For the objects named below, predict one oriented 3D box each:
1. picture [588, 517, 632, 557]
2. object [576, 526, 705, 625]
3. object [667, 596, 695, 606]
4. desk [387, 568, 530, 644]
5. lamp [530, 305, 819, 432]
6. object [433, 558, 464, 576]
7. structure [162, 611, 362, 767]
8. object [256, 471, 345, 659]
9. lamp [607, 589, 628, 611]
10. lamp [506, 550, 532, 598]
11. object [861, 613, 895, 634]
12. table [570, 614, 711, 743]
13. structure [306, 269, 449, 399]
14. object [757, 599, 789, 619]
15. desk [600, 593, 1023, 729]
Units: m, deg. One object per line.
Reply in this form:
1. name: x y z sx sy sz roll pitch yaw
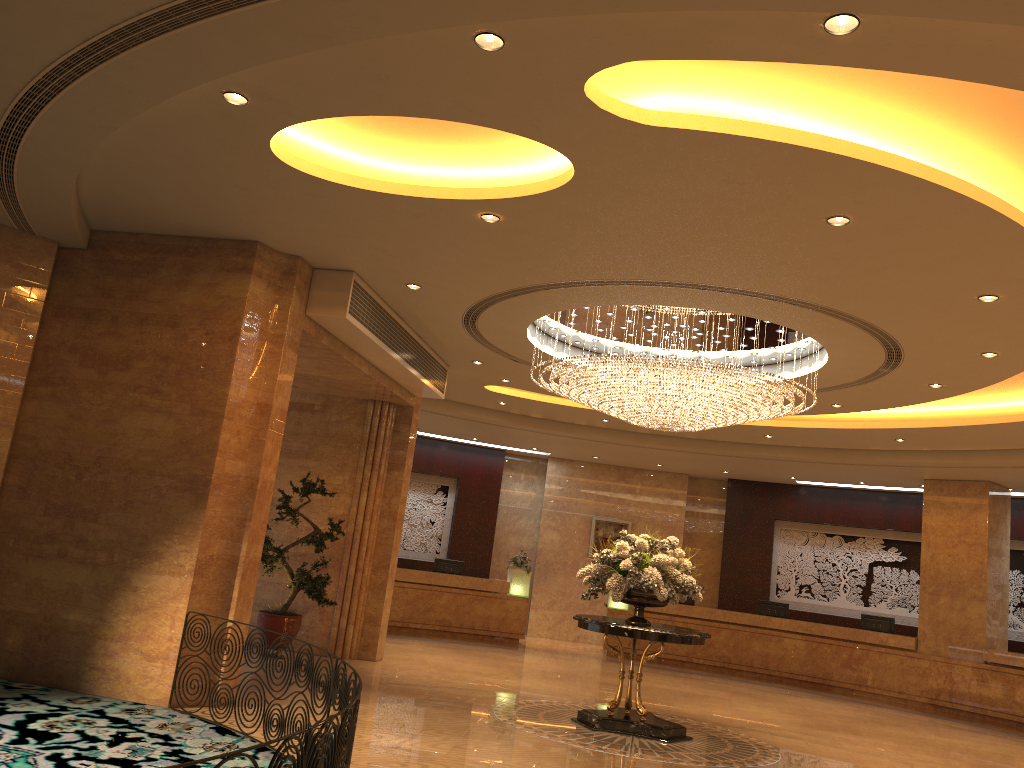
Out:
1. picture: 2.196 3.471 19.833 0.875 0.890 0.068 7 -11 2
2. object: 1.456 2.125 9.767 1.277 0.999 1.318 -2 -15 40
3. object: 3.404 4.414 17.993 0.430 0.500 0.531 17 -15 -41
4. desk: -2.080 4.154 17.099 5.227 1.155 1.570 13 -12 -24
5. lamp: 1.813 -0.059 10.158 3.204 1.196 3.206 17 -15 -41
6. object: -1.429 3.723 17.638 0.918 0.500 0.397 9 -11 -7
7. structure: -2.917 1.600 3.377 3.815 0.995 7.624 1 -13 29
8. object: -2.829 2.301 11.374 1.250 2.363 0.843 9 -11 -8
9. lamp: 2.155 4.045 17.821 0.577 0.925 0.542 5 -11 13
10. lamp: 0.131 3.755 17.705 0.570 0.923 0.580 6 -11 7
11. object: 6.817 4.574 16.538 0.430 0.500 0.531 11 -12 -17
12. table: 1.337 3.135 9.533 1.493 1.089 1.493 7 -11 4
13. structure: -1.477 -0.468 10.770 0.425 0.483 4.113 5 -11 11
14. object: 5.131 4.534 17.458 0.430 0.500 0.531 14 -13 -28
15. desk: 7.079 4.880 14.687 12.951 1.155 3.466 -4 -16 44
